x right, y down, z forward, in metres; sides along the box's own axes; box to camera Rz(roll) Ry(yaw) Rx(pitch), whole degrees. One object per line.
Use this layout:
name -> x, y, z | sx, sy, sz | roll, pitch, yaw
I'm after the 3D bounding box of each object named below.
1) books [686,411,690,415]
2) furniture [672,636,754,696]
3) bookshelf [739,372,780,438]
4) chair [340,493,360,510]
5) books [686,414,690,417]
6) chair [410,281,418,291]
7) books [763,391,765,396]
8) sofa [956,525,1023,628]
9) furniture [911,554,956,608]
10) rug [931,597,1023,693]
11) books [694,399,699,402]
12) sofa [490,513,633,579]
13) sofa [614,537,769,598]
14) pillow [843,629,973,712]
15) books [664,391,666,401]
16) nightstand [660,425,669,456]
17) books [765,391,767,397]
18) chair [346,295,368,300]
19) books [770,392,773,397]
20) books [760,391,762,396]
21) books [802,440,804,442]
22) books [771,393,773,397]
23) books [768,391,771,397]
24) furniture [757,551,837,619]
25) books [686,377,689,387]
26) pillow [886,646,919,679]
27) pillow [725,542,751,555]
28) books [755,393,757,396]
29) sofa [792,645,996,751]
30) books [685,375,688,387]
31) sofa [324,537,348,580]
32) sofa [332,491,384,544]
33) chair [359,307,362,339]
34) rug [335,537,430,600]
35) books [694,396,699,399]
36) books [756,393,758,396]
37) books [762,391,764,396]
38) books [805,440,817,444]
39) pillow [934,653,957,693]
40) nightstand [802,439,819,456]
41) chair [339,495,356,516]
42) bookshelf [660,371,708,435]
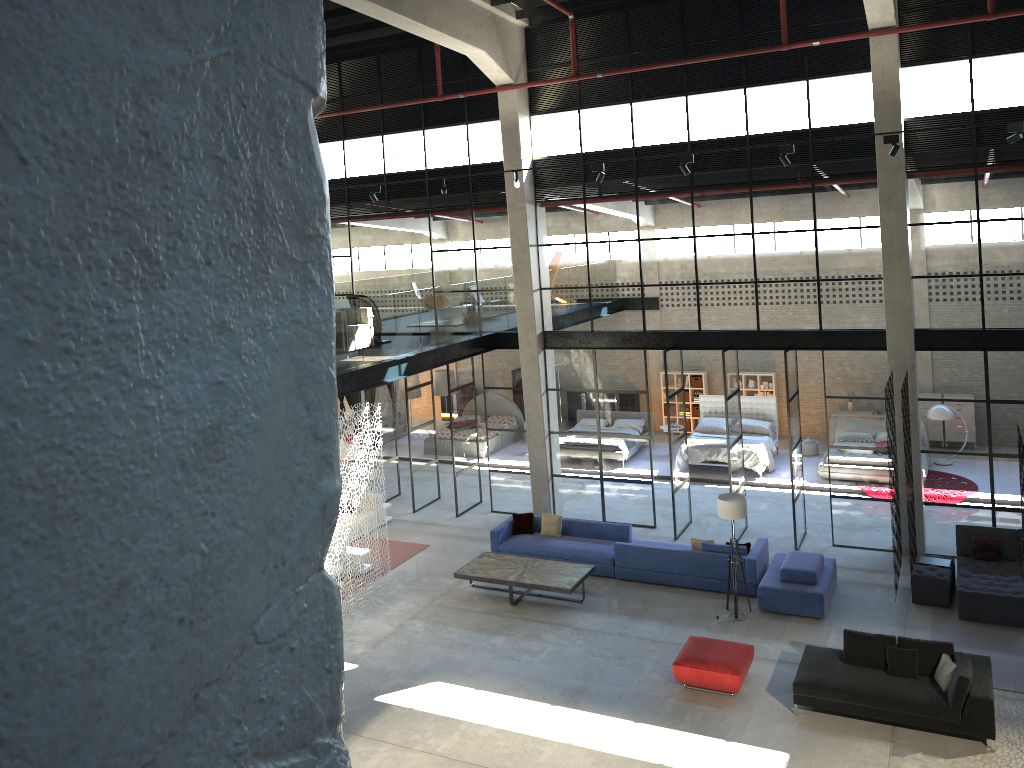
books -> 4.848, 0.796, 24.503 | 0.282, 0.055, 0.233 | 1, 10, 27
furniture -> 2.592, 3.588, 11.229 | 0.853, 0.374, 0.866 | 1, 9, 27
bookshelf -> 6.505, 0.572, 23.636 | 1.237, 1.750, 0.332 | -1, 2, 27
chair -> -3.346, 2.457, 18.089 | 0.383, 0.336, 0.254 | -7, 5, -29
books -> 4.852, 0.852, 24.505 | 0.308, 0.055, 0.233 | 1, 10, 27
chair -> -1.915, -2.030, 21.527 | 0.983, 1.023, 0.793 | -7, 6, -34
books -> 6.791, 0.351, 23.483 | 0.064, 0.333, 0.255 | -3, 4, 27
sofa -> 8.490, 2.816, 12.190 | 4.143, 0.865, 1.849 | 1, 9, 27
furniture -> 6.398, 2.966, 13.310 | 0.508, 0.452, 0.972 | 0, 9, 32
rug -> 7.401, 3.473, 11.286 | 3.622, 0.020, 2.683 | 1, 11, 27
books -> 5.188, 0.445, 24.299 | 0.256, 0.071, 0.216 | 1, 10, 27
sofa -> 0.886, 2.845, 15.608 | 2.332, 0.601, 1.067 | 1, 9, 27
sofa -> 2.967, 2.838, 14.532 | 2.332, 0.718, 1.067 | 1, 8, 27
pillow -> 4.723, 3.241, 10.266 | 0.748, 0.416, 1.589 | -8, 10, -33
books -> 4.308, 0.334, 24.724 | 0.019, 0.260, 0.177 | -3, 4, 27
nightstand -> 4.038, 1.427, 22.070 | 0.601, 0.696, 0.607 | -4, 5, -1
books -> 6.811, 0.351, 23.452 | 0.055, 0.340, 0.255 | -3, 4, 27
chair -> -3.008, -1.336, 17.920 | 0.687, 0.982, 0.834 | -4, 5, -3
books -> 6.924, 0.379, 23.396 | 0.027, 0.287, 0.255 | -3, 5, 27
books -> 6.706, 0.354, 23.506 | 0.068, 0.333, 0.255 | -3, 4, 27
books -> 7.046, 1.391, 21.462 | 0.134, 0.021, 0.195 | 1, 11, 27
books -> 6.943, 0.389, 23.378 | 0.022, 0.273, 0.255 | -3, 5, 27
books -> 6.878, 0.359, 23.418 | 0.036, 0.331, 0.255 | -3, 4, 27
furniture -> 4.405, 2.970, 13.508 | 0.948, 0.551, 1.557 | 0, 9, 27
books -> 4.920, -0.088, 24.422 | 0.087, 0.318, 0.255 | -3, 4, 27
pillow -> 4.582, 3.261, 10.298 | 0.342, 0.306, 0.189 | -1, 4, 25
pillow -> 3.618, 2.694, 14.042 | 0.398, 0.370, 0.262 | -3, 4, 6
books -> 6.528, 0.385, 23.543 | 0.089, 0.275, 0.188 | -2, 4, 27
sofa -> 4.458, 3.534, 10.297 | 2.103, 0.558, 1.095 | 1, 9, 27
books -> 4.890, -0.089, 24.437 | 0.087, 0.318, 0.255 | -3, 4, 27
sofa -> -3.792, 3.229, 14.844 | 0.946, 0.665, 2.166 | 0, 9, 27
sofa -> -3.541, 2.774, 17.459 | 0.940, 0.664, 2.175 | 0, 9, 27
chair -> -3.117, -0.939, 16.065 | 0.803, 0.828, 0.995 | -1, 7, 27
rug -> -3.563, 3.390, 15.805 | 2.643, 0.020, 3.678 | 1, 11, 27
books -> 5.184, 0.367, 24.297 | 0.256, 0.047, 0.216 | 1, 10, 27
books -> 6.564, 0.391, 23.530 | 0.061, 0.264, 0.188 | -3, 4, 27
books -> 6.747, 0.354, 23.485 | 0.059, 0.333, 0.255 | -3, 4, 27
books -> 7.243, 1.395, 21.305 | 0.228, 0.046, 0.304 | 2, 11, 33
pillow -> 4.944, 3.286, 9.987 | 0.208, 0.314, 0.345 | -3, 6, 6
nightstand -> 7.171, 1.547, 21.386 | 0.578, 0.297, 0.486 | 0, 8, 23
chair -> -3.417, 2.494, 17.898 | 0.413, 0.334, 0.257 | -7, 6, -30
bookshelf -> 4.826, 0.536, 24.481 | 1.237, 1.750, 0.332 | -1, 2, 27
